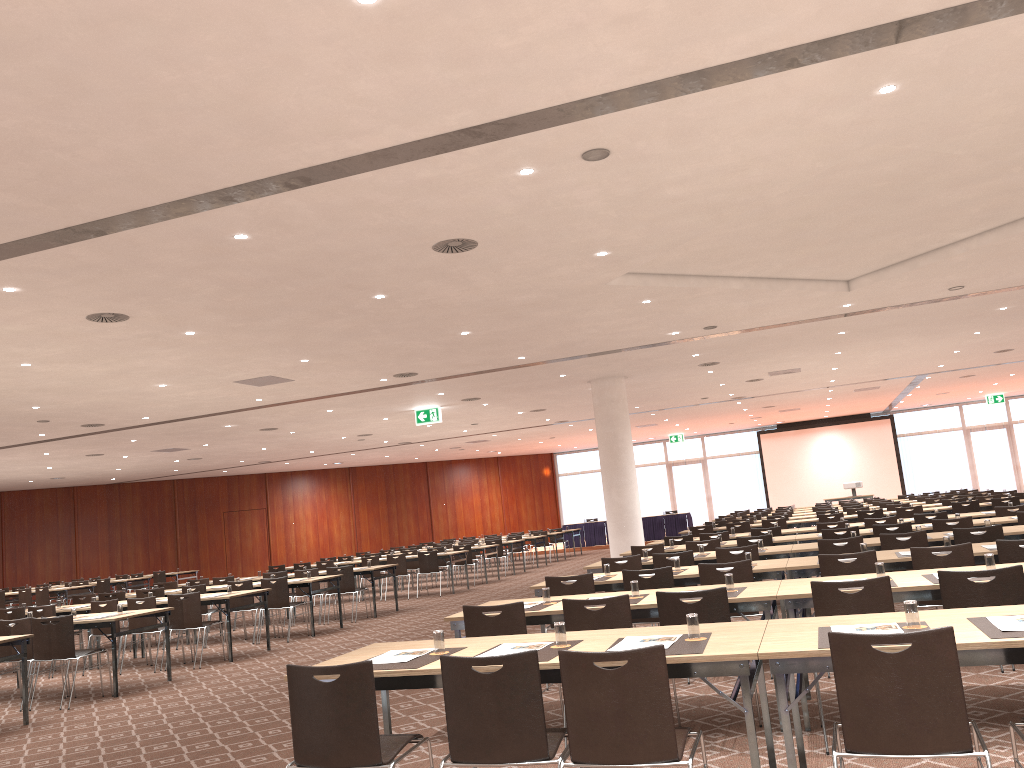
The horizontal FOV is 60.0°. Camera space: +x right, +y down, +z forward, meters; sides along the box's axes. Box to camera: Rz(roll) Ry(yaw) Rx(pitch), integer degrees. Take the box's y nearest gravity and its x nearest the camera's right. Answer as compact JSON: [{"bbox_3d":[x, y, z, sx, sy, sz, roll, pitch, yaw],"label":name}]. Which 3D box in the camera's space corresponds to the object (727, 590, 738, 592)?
[{"bbox_3d":[1.491,1.412,6.052,0.102,0.001,0.102,-7,-8,7],"label":"object"}]

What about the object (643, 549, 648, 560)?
[{"bbox_3d":[1.541,1.967,10.243,0.054,0.114,0.054,-7,-8,7],"label":"object"}]

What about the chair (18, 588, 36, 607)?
[{"bbox_3d":[-11.909,5.517,21.958,0.536,0.938,0.614,-9,-8,20],"label":"chair"}]

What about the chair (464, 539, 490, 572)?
[{"bbox_3d":[-1.023,4.785,24.634,0.536,0.938,0.614,-9,-8,18],"label":"chair"}]

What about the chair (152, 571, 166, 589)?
[{"bbox_3d":[-10.023,5.849,25.531,0.536,0.938,0.614,-9,-8,18],"label":"chair"}]

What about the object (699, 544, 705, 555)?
[{"bbox_3d":[2.147,1.875,10.045,0.054,0.114,0.054,-7,-8,7],"label":"object"}]

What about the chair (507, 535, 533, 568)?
[{"bbox_3d":[0.166,4.583,24.100,0.536,0.938,0.614,-9,-8,20],"label":"chair"}]

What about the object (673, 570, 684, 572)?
[{"bbox_3d":[1.525,1.716,8.133,0.102,0.001,0.102,-7,-8,7],"label":"object"}]

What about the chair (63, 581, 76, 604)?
[{"bbox_3d":[-11.808,5.811,24.018,0.536,0.938,0.614,-9,-8,18],"label":"chair"}]

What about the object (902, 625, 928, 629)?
[{"bbox_3d":[1.763,1.064,3.880,0.102,0.001,0.102,-4,-9,-16],"label":"object"}]

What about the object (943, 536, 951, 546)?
[{"bbox_3d":[3.659,1.336,7.451,0.054,0.114,0.054,0,-10,-38],"label":"object"}]

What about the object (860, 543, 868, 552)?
[{"bbox_3d":[3.036,1.429,7.647,0.054,0.114,0.054,0,-10,-38],"label":"object"}]

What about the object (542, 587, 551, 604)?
[{"bbox_3d":[0.251,1.543,6.461,0.054,0.114,0.054,-7,-8,7],"label":"object"}]

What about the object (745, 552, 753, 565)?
[{"bbox_3d":[2.123,1.569,7.953,0.054,0.114,0.054,-4,-8,-16],"label":"object"}]

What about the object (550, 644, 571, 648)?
[{"bbox_3d":[0.241,1.294,4.376,0.102,0.001,0.102,-4,-9,-16],"label":"object"}]

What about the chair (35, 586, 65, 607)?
[{"bbox_3d":[-11.317,5.409,21.636,0.536,0.938,0.614,-9,-8,20],"label":"chair"}]

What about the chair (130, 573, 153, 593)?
[{"bbox_3d":[-10.694,5.932,25.620,0.536,0.938,0.614,-9,-8,19],"label":"chair"}]

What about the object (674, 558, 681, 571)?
[{"bbox_3d":[1.518,1.661,8.152,0.054,0.114,0.054,-4,-8,-16],"label":"object"}]

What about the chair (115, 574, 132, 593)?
[{"bbox_3d":[-11.279,6.040,25.939,0.536,0.938,0.614,-8,-8,17],"label":"chair"}]

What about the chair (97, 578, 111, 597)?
[{"bbox_3d":[-10.701,5.624,23.529,0.536,0.938,0.614,-9,-8,19],"label":"chair"}]

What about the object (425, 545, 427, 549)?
[{"bbox_3d":[-2.270,4.318,23.506,0.054,0.114,0.054,-4,-8,-16],"label":"object"}]

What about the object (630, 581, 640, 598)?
[{"bbox_3d":[0.870,1.451,6.276,0.054,0.114,0.054,-10,-9,29],"label":"object"}]

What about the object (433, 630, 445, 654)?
[{"bbox_3d":[-0.376,1.329,4.571,0.054,0.114,0.054,-4,-8,-16],"label":"object"}]

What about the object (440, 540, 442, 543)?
[{"bbox_3d":[-2.221,4.929,27.680,0.054,0.114,0.054,-4,-8,-16],"label":"object"}]

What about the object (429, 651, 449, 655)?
[{"bbox_3d":[-0.374,1.386,4.563,0.102,0.001,0.102,-4,-9,-16],"label":"object"}]

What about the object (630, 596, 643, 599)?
[{"bbox_3d":[0.877,1.505,6.251,0.102,0.001,0.102,1,-11,-38],"label":"object"}]

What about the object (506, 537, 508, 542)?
[{"bbox_3d":[-0.132,3.994,22.811,0.054,0.114,0.054,-7,-8,7],"label":"object"}]

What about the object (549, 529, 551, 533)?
[{"bbox_3d":[1.141,4.419,26.585,0.054,0.114,0.054,-7,-8,7],"label":"object"}]

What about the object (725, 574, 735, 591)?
[{"bbox_3d":[1.487,1.356,6.061,0.054,0.114,0.054,0,-10,-38],"label":"object"}]

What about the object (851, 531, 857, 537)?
[{"bbox_3d":[3.681,1.643,9.544,0.054,0.114,0.054,-7,-8,7],"label":"object"}]

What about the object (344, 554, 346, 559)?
[{"bbox_3d":[-4.149,4.294,22.027,0.054,0.114,0.054,0,-10,-38],"label":"object"}]

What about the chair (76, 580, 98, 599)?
[{"bbox_3d":[-11.325,5.708,23.655,0.536,0.938,0.614,-9,-8,18],"label":"chair"}]

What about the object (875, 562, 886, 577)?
[{"bbox_3d":[2.395,1.218,5.763,0.054,0.114,0.054,-7,-8,7],"label":"object"}]

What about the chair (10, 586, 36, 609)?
[{"bbox_3d":[-13.449,6.040,24.421,0.536,0.938,0.614,-8,-8,15],"label":"chair"}]

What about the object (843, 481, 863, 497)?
[{"bbox_3d":[11.090,3.414,28.800,0.576,0.472,0.615,-9,-9,18],"label":"object"}]

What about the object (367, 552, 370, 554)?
[{"bbox_3d":[-3.527,4.201,21.828,0.054,0.114,0.054,0,-10,-38],"label":"object"}]

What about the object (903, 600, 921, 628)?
[{"bbox_3d":[1.750,1.007,3.880,0.054,0.114,0.054,-4,-8,-16],"label":"object"}]

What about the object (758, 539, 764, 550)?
[{"bbox_3d":[2.759,1.781,9.838,0.054,0.114,0.054,-4,-8,-16],"label":"object"}]

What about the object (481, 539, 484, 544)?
[{"bbox_3d":[-0.762,4.089,23.010,0.054,0.114,0.054,-7,-8,7],"label":"object"}]

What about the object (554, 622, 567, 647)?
[{"bbox_3d":[0.241,1.238,4.387,0.054,0.114,0.054,0,-10,-38],"label":"object"}]

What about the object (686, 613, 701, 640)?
[{"bbox_3d":[0.856,1.145,4.188,0.054,0.114,0.054,-4,-8,-16],"label":"object"}]

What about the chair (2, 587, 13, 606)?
[{"bbox_3d":[-14.061,6.152,24.750,0.536,0.938,0.614,-8,-8,18],"label":"chair"}]

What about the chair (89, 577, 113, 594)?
[{"bbox_3d":[-12.135,6.150,26.088,0.536,0.938,0.614,-9,-8,18],"label":"chair"}]

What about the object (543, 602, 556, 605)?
[{"bbox_3d":[0.276,1.597,6.450,0.102,0.001,0.102,-7,-8,7],"label":"object"}]

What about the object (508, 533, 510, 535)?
[{"bbox_3d":[-0.081,4.603,26.975,0.054,0.114,0.054,-7,-8,7],"label":"object"}]

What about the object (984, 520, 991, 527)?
[{"bbox_3d":[4.904,1.456,9.137,0.054,0.114,0.054,0,-10,-38],"label":"object"}]

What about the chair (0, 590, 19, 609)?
[{"bbox_3d":[-12.587,5.590,21.972,0.536,0.938,0.614,-8,-8,17],"label":"chair"}]

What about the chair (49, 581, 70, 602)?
[{"bbox_3d":[-13.496,6.345,26.453,0.536,0.938,0.614,-9,-8,19],"label":"chair"}]

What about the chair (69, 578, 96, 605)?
[{"bbox_3d":[-12.810,6.271,26.436,0.536,0.938,0.614,-8,-8,15],"label":"chair"}]

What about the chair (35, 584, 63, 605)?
[{"bbox_3d":[-12.727,5.950,24.316,0.536,0.938,0.614,-9,-8,19],"label":"chair"}]

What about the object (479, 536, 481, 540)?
[{"bbox_3d":[-0.997,4.744,27.286,0.054,0.114,0.054,-4,-8,-16],"label":"object"}]

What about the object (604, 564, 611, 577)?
[{"bbox_3d":[0.898,1.756,8.361,0.054,0.114,0.054,0,-10,-38],"label":"object"}]

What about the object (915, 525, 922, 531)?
[{"bbox_3d":[4.287,1.550,9.340,0.054,0.114,0.054,-7,-8,7],"label":"object"}]

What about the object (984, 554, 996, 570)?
[{"bbox_3d":[3.011,1.128,5.583,0.054,0.114,0.054,-7,-8,7],"label":"object"}]
